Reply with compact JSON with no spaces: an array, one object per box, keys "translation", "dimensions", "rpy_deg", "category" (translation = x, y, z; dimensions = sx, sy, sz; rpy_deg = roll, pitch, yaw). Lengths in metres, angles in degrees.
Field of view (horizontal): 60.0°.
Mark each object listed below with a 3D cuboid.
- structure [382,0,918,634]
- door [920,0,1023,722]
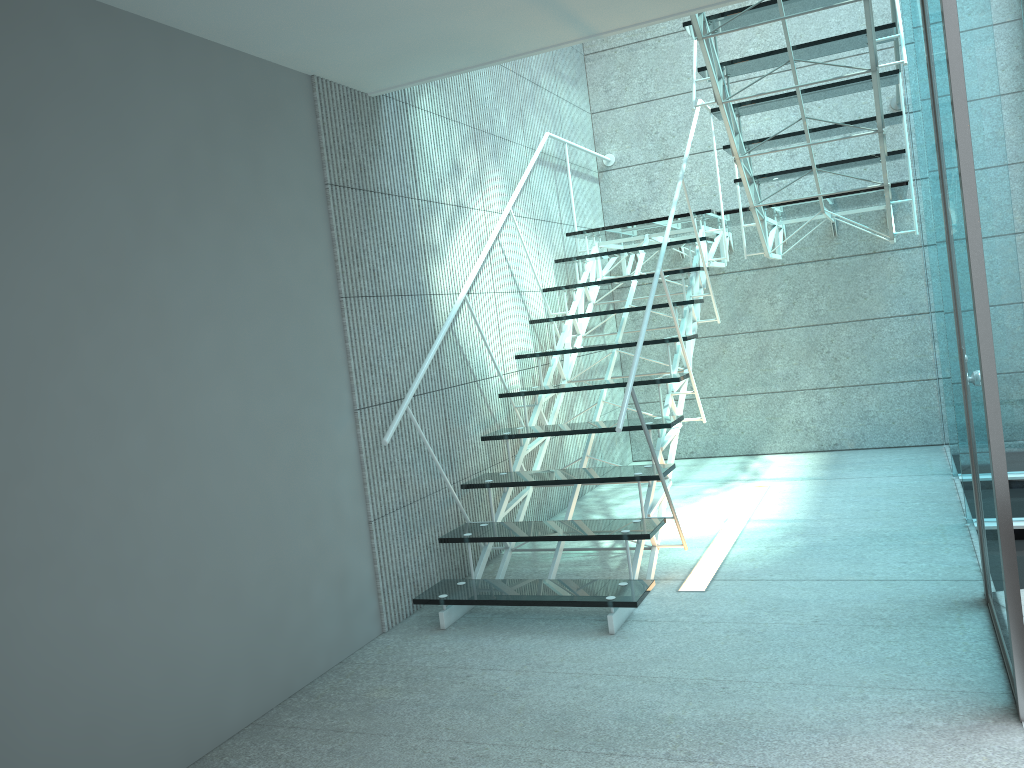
[{"translation":[0.741,-2.347,4.194],"dimensions":[1.907,6.001,3.304],"rpy_deg":[-6,2,24],"category":"structure"},{"translation":[1.233,-0.304,2.363],"dimensions":[0.076,2.062,0.867],"rpy_deg":[-6,2,24],"category":"door"}]
